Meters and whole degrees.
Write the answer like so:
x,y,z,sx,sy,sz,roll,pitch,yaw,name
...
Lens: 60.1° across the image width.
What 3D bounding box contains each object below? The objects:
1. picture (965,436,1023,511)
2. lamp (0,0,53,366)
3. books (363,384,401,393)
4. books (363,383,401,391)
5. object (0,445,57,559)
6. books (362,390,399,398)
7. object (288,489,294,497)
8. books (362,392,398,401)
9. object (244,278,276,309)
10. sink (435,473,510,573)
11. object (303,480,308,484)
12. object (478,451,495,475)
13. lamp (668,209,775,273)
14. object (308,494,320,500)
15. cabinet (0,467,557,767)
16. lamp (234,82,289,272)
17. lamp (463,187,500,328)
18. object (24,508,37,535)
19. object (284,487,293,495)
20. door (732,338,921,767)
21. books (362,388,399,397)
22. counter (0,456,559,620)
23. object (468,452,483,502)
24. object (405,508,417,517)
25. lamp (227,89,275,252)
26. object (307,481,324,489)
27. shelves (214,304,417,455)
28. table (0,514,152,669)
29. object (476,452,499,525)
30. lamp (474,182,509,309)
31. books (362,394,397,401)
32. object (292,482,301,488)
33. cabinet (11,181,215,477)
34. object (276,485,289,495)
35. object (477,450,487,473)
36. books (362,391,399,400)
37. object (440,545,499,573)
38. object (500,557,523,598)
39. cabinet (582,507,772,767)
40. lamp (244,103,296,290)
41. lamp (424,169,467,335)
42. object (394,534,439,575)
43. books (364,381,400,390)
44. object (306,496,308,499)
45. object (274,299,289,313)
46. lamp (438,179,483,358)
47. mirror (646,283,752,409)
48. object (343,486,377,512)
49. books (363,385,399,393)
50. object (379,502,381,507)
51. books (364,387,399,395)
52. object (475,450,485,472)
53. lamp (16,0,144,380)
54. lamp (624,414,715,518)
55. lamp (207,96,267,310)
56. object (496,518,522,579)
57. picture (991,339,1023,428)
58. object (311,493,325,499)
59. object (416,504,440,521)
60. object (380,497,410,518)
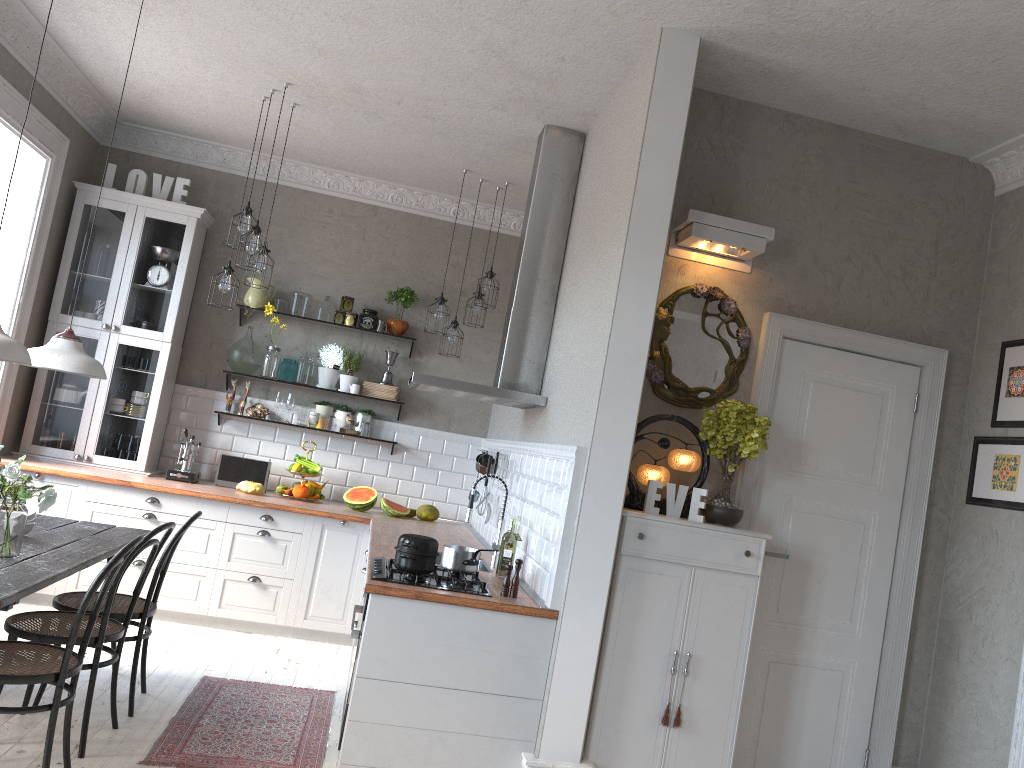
x,y,z,sx,sy,sz,roll,pitch,yaw,name
2.253,0.404,4.041,0.014,0.331,0.485,11,-5,-8,picture
-1.742,-1.009,3.194,0.373,1.860,0.386,8,-5,28,lamp
-0.985,0.033,6.697,0.260,0.016,0.158,10,-4,3,books
-0.983,0.022,6.698,0.261,0.016,0.157,10,-4,-1,books
-1.903,0.445,3.358,0.314,0.414,0.249,11,-5,-11,object
-0.992,0.075,6.694,0.261,0.016,0.157,10,-4,-1,books
-1.577,0.780,6.342,0.071,0.076,0.225,12,-5,-26,object
-0.996,0.096,6.692,0.262,0.011,0.157,10,-4,-4,books
-1.860,-0.655,6.504,0.190,0.216,0.173,10,-5,5,object
-0.301,0.788,4.510,0.532,0.721,0.482,11,-5,-9,sink
-1.502,0.741,6.425,0.086,0.093,0.086,11,-5,-13,object
-0.163,0.518,5.801,0.108,0.162,0.137,9,-5,8,object
0.962,-0.654,4.082,0.419,0.171,0.218,11,-5,-10,lamp
-1.414,0.805,6.314,0.088,0.051,0.069,6,-6,38,object
-1.251,1.214,5.115,4.110,0.855,2.027,7,-6,37,cabinet
-1.334,-1.500,5.062,0.144,1.736,0.149,6,-6,38,lamp
-0.124,-1.265,6.365,0.144,1.736,0.149,7,-6,33,lamp
-2.122,0.593,3.811,0.124,0.119,0.128,9,-5,7,object
-1.588,0.767,6.324,0.084,0.057,0.089,8,-5,23,object
1.457,0.922,4.182,0.757,2.184,0.079,11,-5,-10,door
-0.990,0.065,6.694,0.262,0.011,0.157,10,-4,-4,books
-1.598,0.720,4.925,3.184,0.039,3.364,11,-4,-9,counter
-0.243,0.653,6.300,0.077,0.379,0.082,11,-5,-9,object
-0.754,0.934,6.445,0.117,0.073,0.204,6,-6,44,object
-1.428,-1.638,5.212,0.149,1.736,0.144,12,-5,-22,lamp
-1.417,0.736,6.399,0.128,0.056,0.059,11,-5,-17,object
-1.452,-0.001,6.603,1.326,0.924,0.227,11,-5,-10,shelves
-2.218,0.989,3.551,0.911,0.735,1.905,11,-4,-8,table
-0.155,0.627,5.424,0.082,0.443,0.326,11,-5,-8,object
-0.036,-1.391,6.216,0.150,1.736,0.143,14,-6,-37,lamp
-0.998,0.107,6.691,0.262,0.011,0.157,10,-4,-7,books
-1.536,0.746,6.425,0.078,0.076,0.156,9,-5,18,object
-2.768,-0.354,6.232,0.886,1.922,0.385,11,-5,-10,cabinet
-1.631,0.758,6.353,0.075,0.072,0.153,8,-5,21,object
-0.172,0.527,5.927,0.109,0.162,0.136,11,-5,-7,object
-0.994,0.086,6.693,0.260,0.016,0.158,10,-4,3,books
-0.172,0.779,3.969,0.299,0.134,0.177,8,-5,25,object
0.001,0.801,3.686,0.073,0.167,0.035,11,-5,-10,object
0.632,1.219,3.778,0.671,1.298,0.381,11,-5,-10,cabinet
-1.377,-1.433,5.368,0.149,1.736,0.144,12,-5,-22,lamp
-0.370,-1.198,6.072,0.144,1.736,0.149,8,-5,23,lamp
-0.399,0.710,3.698,0.193,0.147,0.189,13,-5,-29,object
-0.981,0.011,6.699,0.262,0.011,0.157,10,-4,-4,books
-1.484,0.799,6.307,0.071,0.065,0.069,9,-5,12,object
-1.722,-0.570,6.585,0.104,0.111,0.102,11,-5,-9,object
-0.286,-1.047,6.216,0.150,1.736,0.143,14,-6,-37,lamp
0.863,-0.180,4.121,0.536,0.594,0.070,11,-5,-10,mirror
-1.075,0.812,6.264,0.234,0.174,0.219,9,-5,13,object
-0.986,0.043,6.696,0.262,0.011,0.157,10,-4,-4,books
-0.885,0.920,6.518,0.199,0.067,0.103,10,-4,-3,object
-0.988,0.053,6.695,0.262,0.011,0.157,10,-4,-7,books
-0.192,0.533,6.053,0.108,0.162,0.137,10,-5,3,object
-1.873,-0.964,4.071,0.380,1.860,0.378,10,-5,-2,lamp
0.667,0.411,3.923,0.450,0.558,0.171,10,-5,-2,lamp
-1.576,-1.309,5.327,0.150,1.736,0.143,14,-6,-42,lamp
-0.006,0.785,4.222,0.090,0.282,0.081,11,-5,-9,object
2.326,-0.004,4.073,0.012,0.417,0.280,11,-5,-8,picture
-1.447,0.799,6.432,0.213,0.044,0.055,8,-5,29,object
-0.610,0.934,6.422,0.129,0.119,0.208,6,-6,44,object
-0.820,0.881,6.259,0.228,0.127,0.146,12,-5,-26,object
